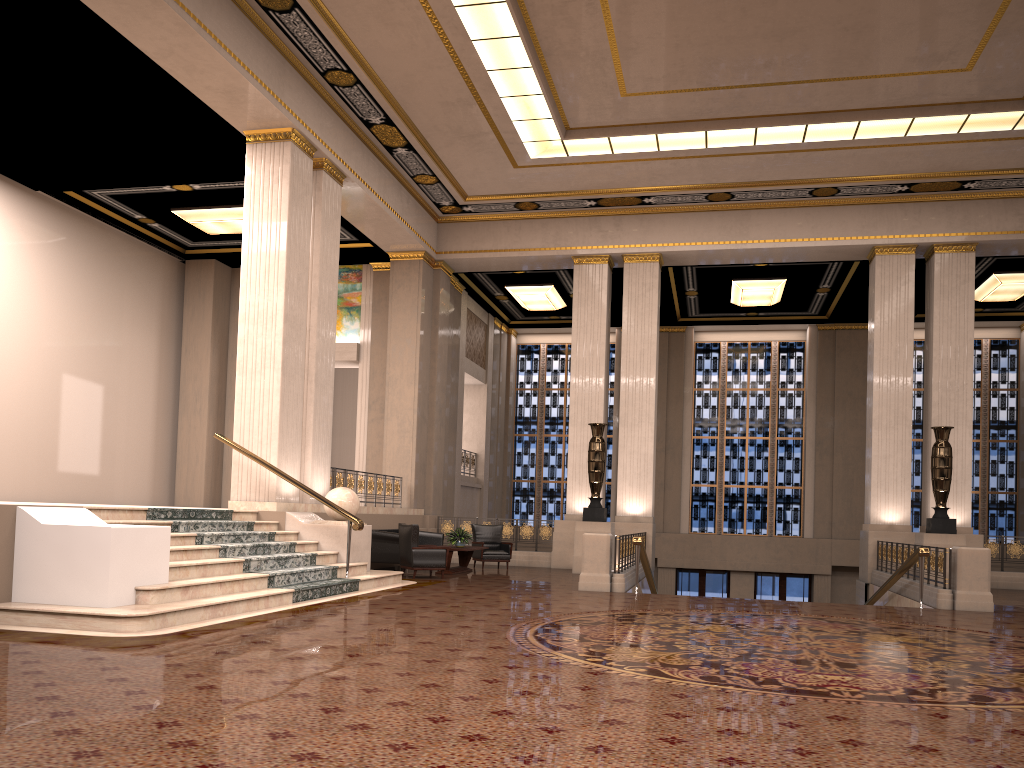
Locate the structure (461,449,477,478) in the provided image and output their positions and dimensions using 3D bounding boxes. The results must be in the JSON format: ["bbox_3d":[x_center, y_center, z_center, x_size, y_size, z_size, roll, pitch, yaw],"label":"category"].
[{"bbox_3d":[-1.196,1.994,22.192,0.031,0.663,2.176,1,-8,13],"label":"structure"}]

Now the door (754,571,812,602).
[{"bbox_3d":[7.160,6.343,23.393,1.490,2.712,0.156,1,-2,13],"label":"door"}]

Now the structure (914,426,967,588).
[{"bbox_3d":[7.344,2.129,15.100,0.700,2.776,0.704,1,-2,13],"label":"structure"}]

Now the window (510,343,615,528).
[{"bbox_3d":[1.499,1.490,25.390,2.986,5.335,0.070,1,-2,13],"label":"window"}]

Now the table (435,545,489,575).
[{"bbox_3d":[-0.995,3.061,15.362,0.838,0.432,1.490,0,-8,13],"label":"table"}]

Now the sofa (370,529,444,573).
[{"bbox_3d":[-1.884,2.929,15.577,0.874,0.702,1.941,1,-8,13],"label":"sofa"}]

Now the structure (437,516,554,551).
[{"bbox_3d":[-0.345,3.109,18.268,2.533,0.652,0.032,0,-2,13],"label":"structure"}]

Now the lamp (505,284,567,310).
[{"bbox_3d":[0.620,-2.112,21.831,1.167,0.213,2.036,0,-9,13],"label":"lamp"}]

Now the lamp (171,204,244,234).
[{"bbox_3d":[-5.370,-3.079,16.729,1.715,0.213,1.180,0,-9,13],"label":"lamp"}]

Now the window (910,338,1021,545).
[{"bbox_3d":[11.613,1.483,23.059,2.986,5.335,0.070,1,-2,13],"label":"window"}]

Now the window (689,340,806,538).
[{"bbox_3d":[6.470,1.487,24.244,2.986,5.335,0.070,1,-2,13],"label":"window"}]

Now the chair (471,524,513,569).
[{"bbox_3d":[-0.398,3.120,16.958,0.649,0.840,0.721,4,-5,-22],"label":"chair"}]

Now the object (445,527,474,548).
[{"bbox_3d":[-0.909,2.638,15.242,0.528,0.374,0.503,8,-9,-44],"label":"object"}]

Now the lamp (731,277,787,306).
[{"bbox_3d":[5.743,-2.116,20.650,1.167,0.213,2.036,0,-9,13],"label":"lamp"}]

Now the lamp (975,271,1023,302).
[{"bbox_3d":[10.956,-2.120,19.448,1.167,0.213,2.036,0,-9,13],"label":"lamp"}]

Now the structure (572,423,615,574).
[{"bbox_3d":[1.568,2.133,16.431,0.700,2.776,0.704,1,-2,13],"label":"structure"}]

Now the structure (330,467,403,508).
[{"bbox_3d":[-2.628,1.898,15.861,0.032,0.620,3.731,1,-8,13],"label":"structure"}]

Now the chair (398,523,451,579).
[{"bbox_3d":[-1.406,2.617,13.825,0.719,0.840,0.650,4,-5,-27],"label":"chair"}]

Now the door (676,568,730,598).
[{"bbox_3d":[5.126,6.345,23.862,1.490,2.712,0.156,1,-2,13],"label":"door"}]

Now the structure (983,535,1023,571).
[{"bbox_3d":[9.828,3.101,15.923,2.533,0.652,0.032,0,-2,13],"label":"structure"}]

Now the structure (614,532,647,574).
[{"bbox_3d":[2.046,2.771,14.748,0.079,0.533,4.985,1,-8,14],"label":"structure"}]

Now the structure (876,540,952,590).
[{"bbox_3d":[6.170,2.768,13.798,0.079,0.533,4.985,1,-8,13],"label":"structure"}]
